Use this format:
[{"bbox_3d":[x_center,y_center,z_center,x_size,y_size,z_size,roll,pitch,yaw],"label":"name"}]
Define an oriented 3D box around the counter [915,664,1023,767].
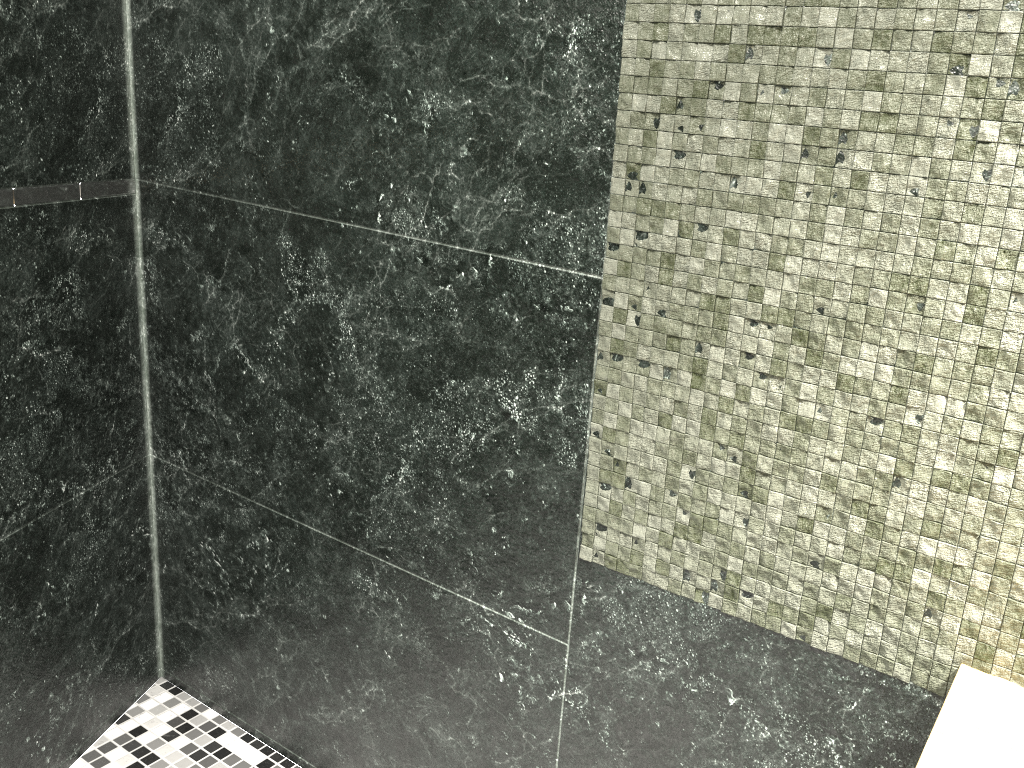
[{"bbox_3d":[0.812,0.724,0.469,1.245,1.045,0.687,16,20,31],"label":"counter"}]
